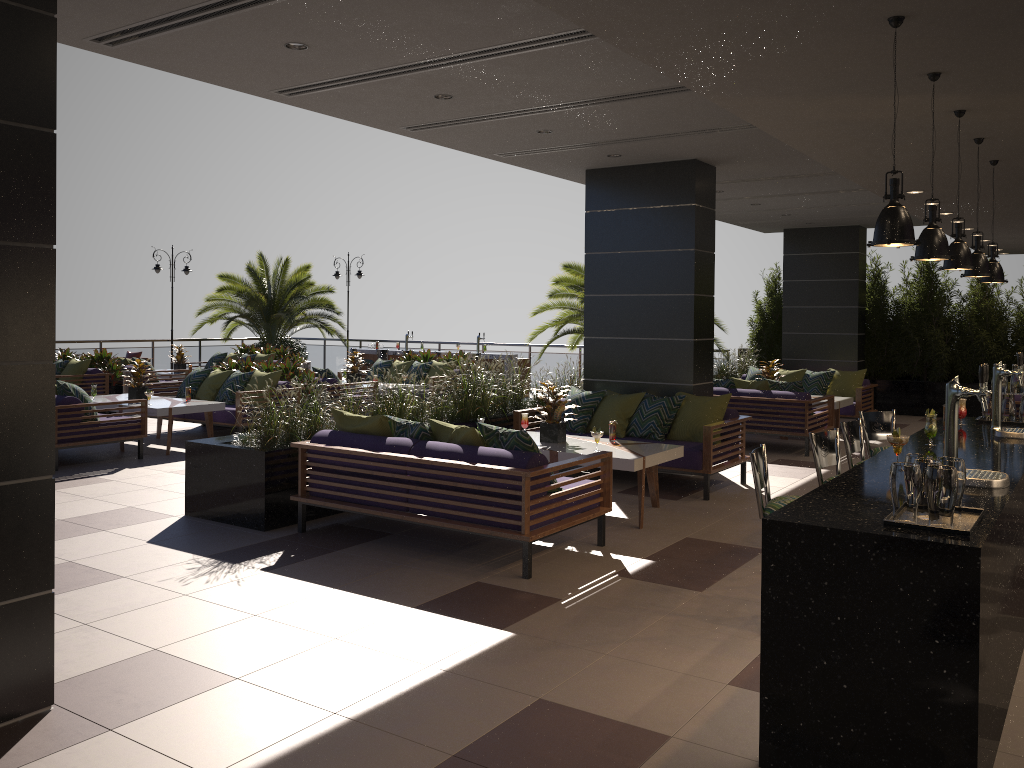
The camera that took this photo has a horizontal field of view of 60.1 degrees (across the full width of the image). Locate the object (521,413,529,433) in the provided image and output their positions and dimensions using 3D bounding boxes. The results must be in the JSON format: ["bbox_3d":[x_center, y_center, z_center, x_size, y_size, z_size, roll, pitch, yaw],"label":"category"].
[{"bbox_3d":[0.120,0.365,8.254,0.069,0.181,0.069,1,1,17],"label":"object"}]

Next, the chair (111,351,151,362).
[{"bbox_3d":[-8.633,-0.327,19.838,0.715,0.815,0.714,2,3,34],"label":"chair"}]

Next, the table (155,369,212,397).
[{"bbox_3d":[-6.218,0.056,16.713,2.039,0.553,0.942,3,4,34],"label":"table"}]

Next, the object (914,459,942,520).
[{"bbox_3d":[1.507,0.383,3.211,0.105,0.209,0.105,2,2,39],"label":"object"}]

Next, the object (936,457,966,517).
[{"bbox_3d":[1.617,0.380,3.267,0.105,0.209,0.105,2,2,39],"label":"object"}]

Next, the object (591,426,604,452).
[{"bbox_3d":[0.688,0.442,7.149,0.106,0.197,0.106,0,2,-28],"label":"object"}]

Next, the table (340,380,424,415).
[{"bbox_3d":[-2.511,0.273,14.219,2.039,0.553,0.942,3,4,34],"label":"table"}]

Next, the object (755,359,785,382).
[{"bbox_3d":[3.720,-0.094,12.687,0.425,0.526,0.430,-1,3,-39],"label":"object"}]

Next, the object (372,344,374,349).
[{"bbox_3d":[-3.246,-0.832,20.706,0.105,0.209,0.105,1,1,9],"label":"object"}]

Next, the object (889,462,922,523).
[{"bbox_3d":[1.392,0.387,3.134,0.105,0.209,0.105,2,2,39],"label":"object"}]

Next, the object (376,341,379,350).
[{"bbox_3d":[-3.045,-0.871,20.013,0.067,0.189,0.084,0,1,-31],"label":"object"}]

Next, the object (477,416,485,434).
[{"bbox_3d":[-0.274,0.381,7.766,0.069,0.211,0.069,1,1,17],"label":"object"}]

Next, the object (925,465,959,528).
[{"bbox_3d":[1.492,0.393,3.076,0.105,0.209,0.105,2,2,39],"label":"object"}]

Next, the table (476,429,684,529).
[{"bbox_3d":[0.345,0.776,7.679,2.039,0.553,0.942,3,4,34],"label":"table"}]

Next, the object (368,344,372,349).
[{"bbox_3d":[-3.304,-0.825,20.607,0.105,0.209,0.105,1,1,9],"label":"object"}]

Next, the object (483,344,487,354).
[{"bbox_3d":[-0.557,-0.729,18.340,0.069,0.197,0.082,0,1,-20],"label":"object"}]

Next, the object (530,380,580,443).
[{"bbox_3d":[0.346,0.237,7.665,0.425,0.526,0.430,-1,3,-44],"label":"object"}]

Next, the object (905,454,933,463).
[{"bbox_3d":[1.534,0.374,3.338,0.105,0.209,0.105,2,2,39],"label":"object"}]

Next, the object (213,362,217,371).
[{"bbox_3d":[-5.613,-0.320,16.708,0.069,0.211,0.069,1,1,22],"label":"object"}]

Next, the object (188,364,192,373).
[{"bbox_3d":[-5.865,-0.271,16.132,0.067,0.189,0.084,0,1,-26],"label":"object"}]

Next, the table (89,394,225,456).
[{"bbox_3d":[-4.634,0.481,11.063,2.039,0.553,0.942,3,4,34],"label":"table"}]

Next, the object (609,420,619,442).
[{"bbox_3d":[0.881,0.408,7.700,0.067,0.189,0.084,0,1,-31],"label":"object"}]

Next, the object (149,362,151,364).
[{"bbox_3d":[-6.881,-0.323,16.776,0.069,0.181,0.069,1,1,22],"label":"object"}]

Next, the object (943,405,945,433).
[{"bbox_3d":[2.818,0.223,5.724,0.084,0.189,0.067,0,1,-31],"label":"object"}]

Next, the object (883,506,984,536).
[{"bbox_3d":[1.526,0.480,3.193,0.273,0.018,0.437,3,5,34],"label":"object"}]

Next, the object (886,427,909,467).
[{"bbox_3d":[1.890,0.311,4.336,0.106,0.197,0.106,0,2,-28],"label":"object"}]

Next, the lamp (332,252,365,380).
[{"bbox_3d":[-4.267,-1.772,23.034,1.123,3.325,0.264,1,1,34],"label":"lamp"}]

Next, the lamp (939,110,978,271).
[{"bbox_3d":[2.426,-1.049,4.801,0.163,0.864,0.163,0,1,-14],"label":"lamp"}]

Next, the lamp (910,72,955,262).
[{"bbox_3d":[1.947,-1.002,4.089,0.163,0.864,0.163,0,1,-14],"label":"lamp"}]

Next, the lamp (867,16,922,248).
[{"bbox_3d":[1.452,-0.953,3.353,0.163,0.864,0.163,0,1,-14],"label":"lamp"}]

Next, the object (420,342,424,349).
[{"bbox_3d":[-1.960,-0.818,19.288,0.069,0.211,0.069,1,1,17],"label":"object"}]

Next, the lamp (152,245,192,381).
[{"bbox_3d":[-8.175,-1.684,21.293,0.264,3.325,1.122,1,1,34],"label":"lamp"}]

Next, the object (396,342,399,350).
[{"bbox_3d":[-2.543,-0.838,19.680,0.069,0.181,0.069,1,1,6],"label":"object"}]

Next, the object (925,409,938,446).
[{"bbox_3d":[2.442,0.250,5.157,0.069,0.211,0.069,1,1,17],"label":"object"}]

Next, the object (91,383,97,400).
[{"bbox_3d":[-5.238,0.091,11.089,0.069,0.211,0.069,1,1,22],"label":"object"}]

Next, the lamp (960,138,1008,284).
[{"bbox_3d":[3.153,-1.120,5.881,0.192,0.863,1.082,1,3,34],"label":"lamp"}]

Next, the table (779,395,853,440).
[{"bbox_3d":[3.715,0.445,12.690,2.039,0.553,0.942,3,4,34],"label":"table"}]
